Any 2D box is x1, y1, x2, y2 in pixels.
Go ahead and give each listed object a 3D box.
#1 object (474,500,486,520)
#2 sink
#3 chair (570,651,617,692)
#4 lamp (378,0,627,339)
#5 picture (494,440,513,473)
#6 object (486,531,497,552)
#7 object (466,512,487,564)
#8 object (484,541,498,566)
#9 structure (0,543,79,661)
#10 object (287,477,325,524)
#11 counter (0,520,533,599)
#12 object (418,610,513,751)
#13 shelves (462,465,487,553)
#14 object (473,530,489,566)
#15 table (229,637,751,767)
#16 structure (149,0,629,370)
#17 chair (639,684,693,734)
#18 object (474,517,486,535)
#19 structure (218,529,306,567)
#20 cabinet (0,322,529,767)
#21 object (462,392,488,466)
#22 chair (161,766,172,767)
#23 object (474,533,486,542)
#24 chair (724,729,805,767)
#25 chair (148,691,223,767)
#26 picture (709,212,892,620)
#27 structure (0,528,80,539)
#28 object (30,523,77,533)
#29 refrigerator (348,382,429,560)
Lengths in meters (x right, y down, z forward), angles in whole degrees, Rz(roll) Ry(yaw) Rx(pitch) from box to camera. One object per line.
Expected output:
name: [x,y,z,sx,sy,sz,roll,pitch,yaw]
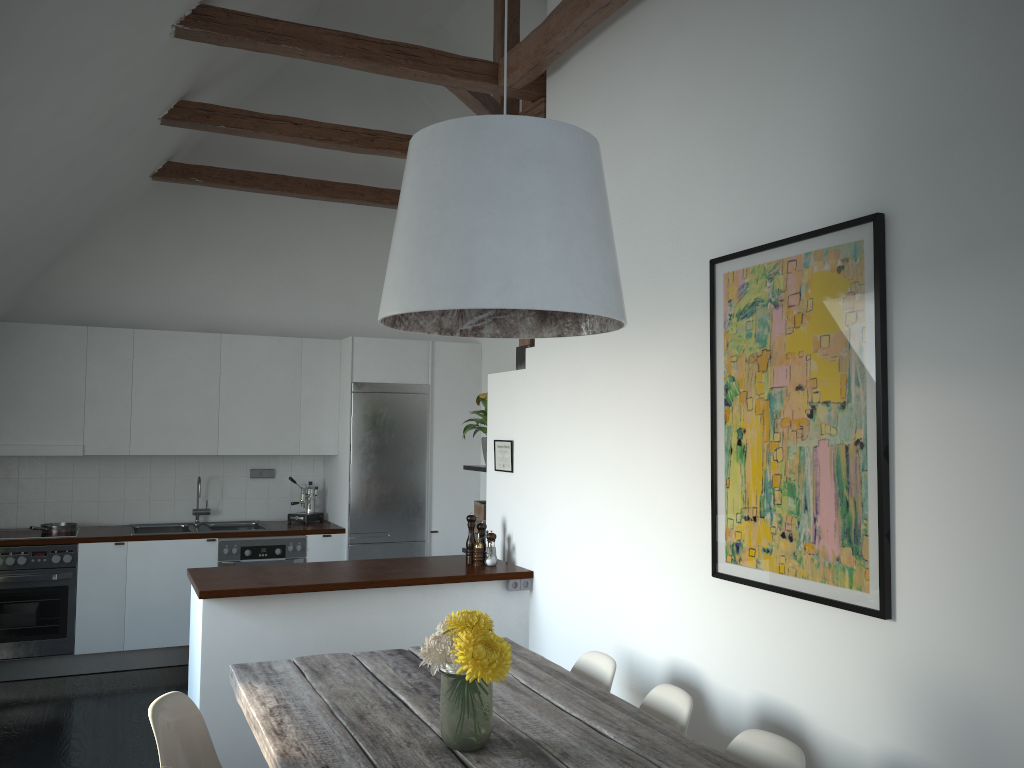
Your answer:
object: [-0.050,0.795,5.624,0.329,0.101,0.287,1,-3,-14]
sink: [-2.316,0.958,6.597,0.963,0.519,0.671,2,-3,-24]
chair: [0.112,1.431,3.287,0.542,0.801,0.465,2,-3,-23]
lamp: [0.002,-1.567,2.603,0.697,2.813,0.757,-1,-3,26]
picture: [-0.047,0.413,5.096,0.023,0.182,0.250,2,-3,-24]
object: [-0.116,0.911,4.952,0.058,0.184,0.058,2,-4,-28]
object: [-0.200,0.863,4.978,0.123,0.283,0.061,2,-3,-24]
object: [-0.114,0.932,4.875,0.069,0.135,0.069,-2,-4,41]
structure: [-3.295,1.437,6.067,0.583,0.725,0.749,2,-3,-24]
object: [-1.663,0.915,7.047,0.206,0.370,0.353,-1,-3,22]
counter: [-2.052,1.026,5.417,3.365,0.038,3.085,2,-3,-24]
object: [-0.123,0.816,2.464,0.293,0.365,0.233,-2,-4,37]
shelves: [0.068,0.799,5.630,0.660,0.553,0.408,2,-3,-24]
object: [-0.176,0.904,4.895,0.080,0.192,0.058,3,-4,-40]
table: [-0.048,1.389,2.415,1.141,0.788,2.421,2,-3,-24]
structure: [3.479,-2.039,0.646,10.230,3.562,15.910,2,-3,-19]
chair: [0.306,1.410,2.855,0.542,0.801,0.465,2,-3,-18]
object: [-0.050,0.896,5.608,0.287,0.101,0.329,2,-4,-29]
structure: [-1.896,1.477,6.601,0.612,0.725,0.582,2,-3,-24]
cabinet: [-1.666,0.762,5.631,4.208,2.369,3.033,2,-3,-24]
object: [-0.083,0.281,5.689,0.493,0.486,0.506,1,-3,-4]
chair: [-0.619,1.366,2.241,0.542,0.801,0.465,2,-3,-23]
object: [-0.051,0.995,5.603,0.329,0.101,0.287,1,-3,-14]
chair: [0.515,1.385,2.362,0.542,0.801,0.465,2,-4,-28]
chair: [-0.853,1.392,2.768,0.542,0.801,0.465,1,-3,2]
picture: [0.917,0.105,2.942,0.036,1.181,0.808,2,-3,-24]
structure: [-3.288,1.045,6.073,0.574,0.041,0.504,2,-3,-24]
object: [-3.226,1.002,6.194,0.232,0.061,0.351,-2,-4,39]
refrigerator: [-0.942,0.927,6.772,0.609,1.868,0.031,2,-3,-24]
